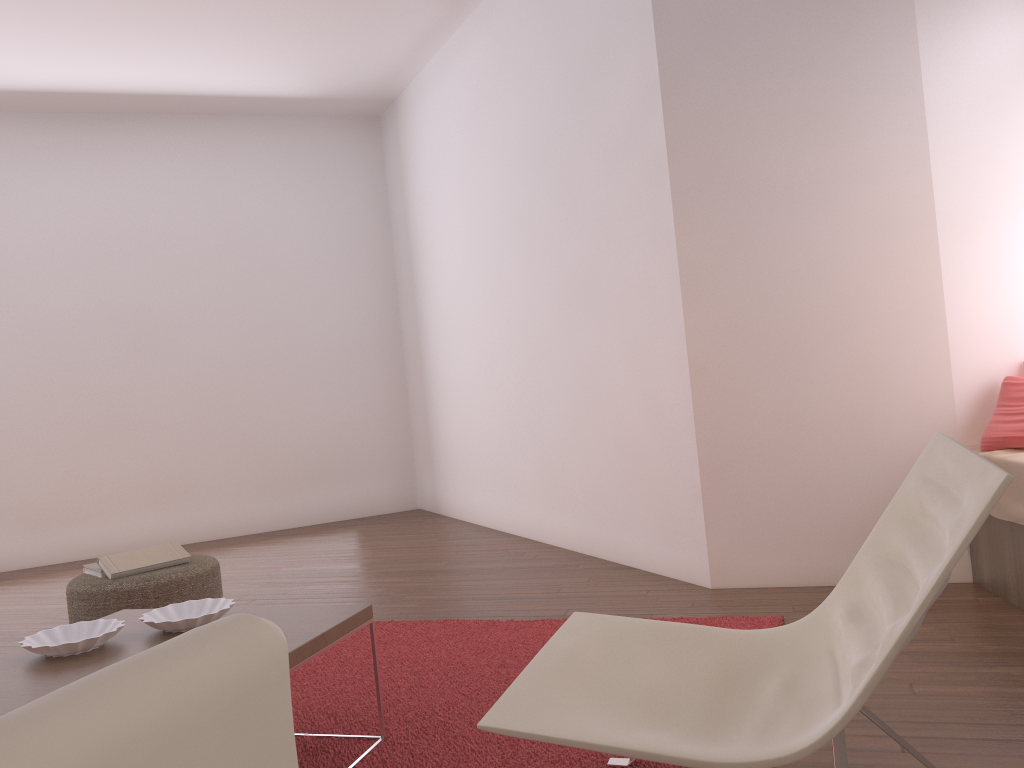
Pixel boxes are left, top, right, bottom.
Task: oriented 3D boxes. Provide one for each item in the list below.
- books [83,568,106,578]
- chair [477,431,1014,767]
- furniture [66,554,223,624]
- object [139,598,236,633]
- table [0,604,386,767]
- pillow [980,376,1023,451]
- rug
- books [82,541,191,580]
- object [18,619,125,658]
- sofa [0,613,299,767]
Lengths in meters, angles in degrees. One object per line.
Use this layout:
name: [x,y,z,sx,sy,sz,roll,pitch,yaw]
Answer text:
books: [-1.627,0.777,3.828,0.352,0.022,0.232,-6,0,-42]
chair: [0.451,0.534,1.712,0.860,0.767,0.739,-6,0,18]
furniture: [-1.559,0.951,3.801,0.596,0.328,0.596,-6,0,43]
object: [-0.881,0.638,2.422,0.249,0.043,0.251,-6,0,-12]
table: [-0.901,0.852,2.183,0.850,0.378,0.850,-6,0,18]
pillow: [1.892,0.099,3.195,0.264,0.278,0.357,-6,0,-30]
rug: [-0.918,1.049,2.106,2.938,0.016,3.344,-6,0,18]
books: [-1.600,0.742,3.779,0.331,0.086,0.377,-6,0,-42]
object: [-1.131,0.663,2.293,0.251,0.043,0.249,-6,0,30]
sofa: [-1.356,0.717,0.835,2.204,0.751,0.919,-6,0,18]
